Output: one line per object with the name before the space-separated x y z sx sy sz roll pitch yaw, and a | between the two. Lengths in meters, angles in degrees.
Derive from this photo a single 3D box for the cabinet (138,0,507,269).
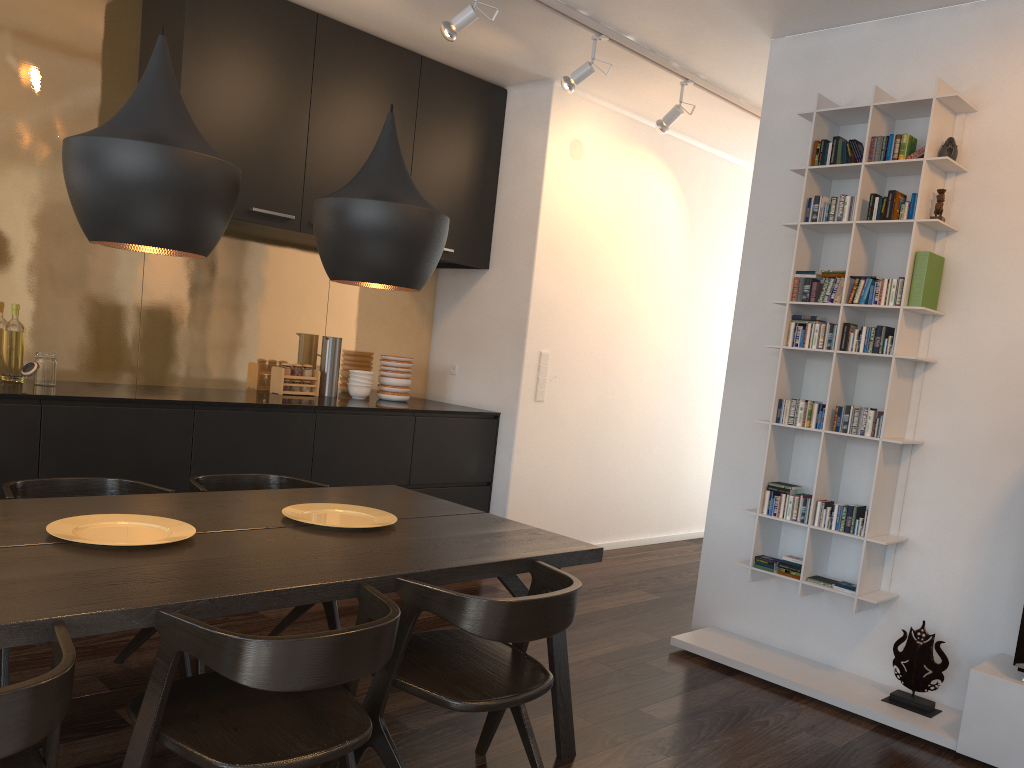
cabinet | -0.929 -1.288 4.744 1.957 1.057 0.527 3 6 -45

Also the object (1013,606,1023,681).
object | 1.963 0.541 2.993 0.280 1.010 0.292 0 9 -45

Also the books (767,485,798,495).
books | 1.166 0.456 3.816 0.106 0.023 0.069 9 3 45

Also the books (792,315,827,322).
books | 1.262 -0.275 3.754 0.111 0.022 0.096 9 3 45

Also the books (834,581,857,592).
books | 1.373 0.824 3.600 0.070 0.014 0.092 4 3 -40

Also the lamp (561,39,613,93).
lamp | 0.361 -1.501 4.187 0.250 0.241 0.085 8 6 20

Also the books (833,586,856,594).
books | 1.371 0.837 3.607 0.091 0.014 0.070 8 3 45

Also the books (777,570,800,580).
books | 1.196 0.812 3.767 0.106 0.016 0.069 8 3 45

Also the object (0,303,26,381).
object | -2.204 -0.185 3.914 0.091 0.342 0.091 7 6 12

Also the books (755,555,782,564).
books | 1.120 0.761 3.839 0.106 0.009 0.069 8 3 45

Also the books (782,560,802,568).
books | 1.206 0.760 3.754 0.091 0.014 0.070 8 3 45

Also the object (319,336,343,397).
object | -1.033 -0.099 5.080 0.164 0.342 0.113 1 8 -42

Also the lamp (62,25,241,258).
lamp | -0.882 -0.606 2.191 0.409 0.545 0.409 8 5 21

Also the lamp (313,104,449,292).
lamp | -0.390 -0.570 2.687 0.411 0.545 0.408 6 5 2

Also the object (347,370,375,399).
object | -0.886 0.004 5.169 0.158 0.161 0.153 5 5 -17

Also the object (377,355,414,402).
object | -0.703 -0.033 5.311 0.197 0.266 0.197 8 5 19

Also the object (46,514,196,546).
object | -1.008 0.383 2.293 0.354 0.017 0.355 7 2 25

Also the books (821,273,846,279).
books | 1.335 -0.442 3.625 0.106 0.018 0.069 8 3 45

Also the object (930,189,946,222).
object | 1.649 -0.684 3.409 0.045 0.141 0.064 11 7 36

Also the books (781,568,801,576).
books | 1.201 0.797 3.758 0.091 0.014 0.070 8 3 45

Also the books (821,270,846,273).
books | 1.343 -0.456 3.629 0.111 0.015 0.093 8 3 45

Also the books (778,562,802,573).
books | 1.196 0.778 3.760 0.106 0.023 0.069 9 3 45

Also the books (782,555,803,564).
books | 1.207 0.746 3.753 0.091 0.014 0.070 8 3 45

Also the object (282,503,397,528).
object | -0.538 0.417 2.768 0.356 0.017 0.353 4 3 -42

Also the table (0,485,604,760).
table | -1.008 0.734 2.318 2.503 0.684 1.099 4 4 -45

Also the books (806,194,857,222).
books | 1.342 -0.715 3.652 0.220 0.113 0.109 9 5 44

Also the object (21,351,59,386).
object | -2.054 -0.071 3.861 0.087 0.152 0.176 8 4 22

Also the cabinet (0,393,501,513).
cabinet | -2.151 0.453 3.781 5.069 0.906 0.727 4 5 -45

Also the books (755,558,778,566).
books | 1.114 0.771 3.843 0.092 0.015 0.070 8 3 45

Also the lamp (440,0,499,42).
lamp | -0.168 -1.539 3.652 0.250 0.241 0.085 7 6 15

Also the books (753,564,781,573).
books | 1.112 0.798 3.845 0.098 0.015 0.074 8 3 45

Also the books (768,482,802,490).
books | 1.181 0.440 3.825 0.111 0.012 0.093 8 3 45

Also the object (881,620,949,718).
object | 1.579 1.086 3.436 0.121 0.353 0.211 0 8 -45

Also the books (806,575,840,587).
books | 1.306 0.826 3.703 0.111 0.012 0.093 8 3 45

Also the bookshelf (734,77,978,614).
bookshelf | 1.391 -0.134 3.665 0.227 2.090 0.634 0 9 -45

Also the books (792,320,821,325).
books | 1.260 -0.259 3.751 0.111 0.012 0.093 8 3 45

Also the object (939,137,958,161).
object | 1.674 -0.893 3.388 0.064 0.101 0.060 8 6 21

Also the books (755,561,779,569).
books | 1.115 0.784 3.844 0.091 0.014 0.070 8 3 45
